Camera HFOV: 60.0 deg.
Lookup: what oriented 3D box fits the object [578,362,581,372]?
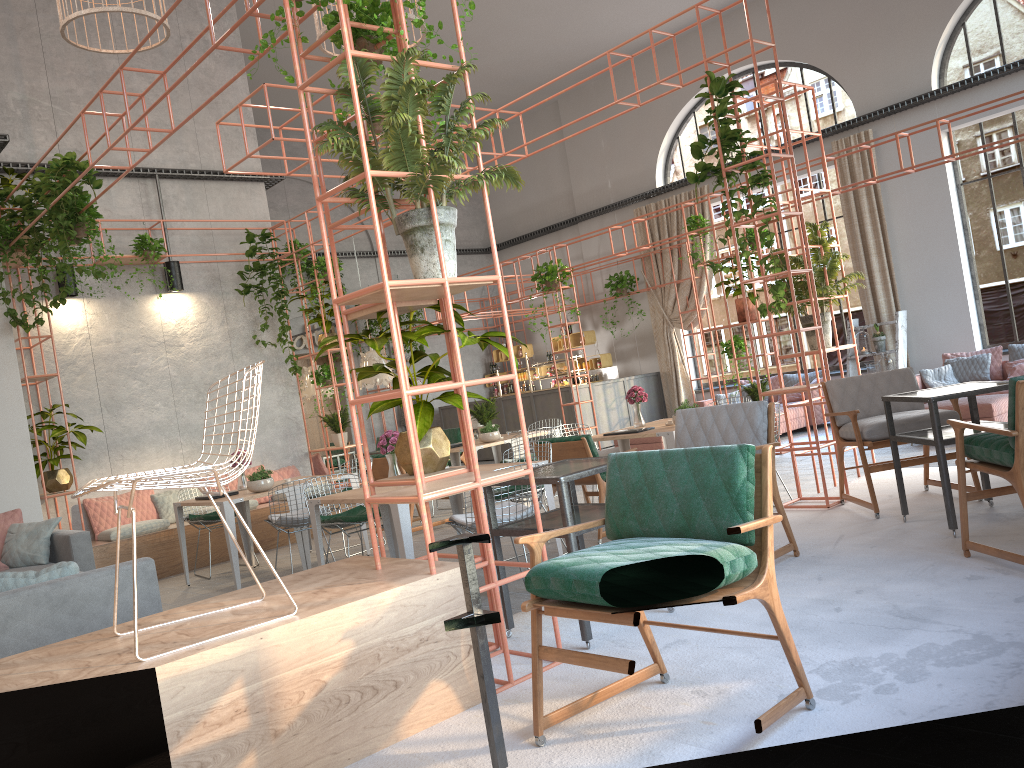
[{"bbox_3d":[1.388,-0.347,18.322,0.069,0.191,0.069,-9,0,-30],"label":"object"}]

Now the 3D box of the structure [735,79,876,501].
[{"bbox_3d":[2.573,-0.774,7.727,0.624,3.602,0.424,-9,0,-42],"label":"structure"}]

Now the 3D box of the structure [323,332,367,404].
[{"bbox_3d":[-3.623,-0.389,18.227,0.950,1.527,0.921,-9,0,-43],"label":"structure"}]

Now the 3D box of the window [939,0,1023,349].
[{"bbox_3d":[8.082,-3.452,11.985,0.089,5.544,4.126,-9,0,-42],"label":"window"}]

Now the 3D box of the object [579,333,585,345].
[{"bbox_3d":[1.458,-0.924,18.308,0.137,0.261,0.137,-9,0,-6],"label":"object"}]

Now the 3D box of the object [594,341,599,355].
[{"bbox_3d":[1.729,-0.731,18.108,0.075,0.273,0.075,-9,0,37],"label":"object"}]

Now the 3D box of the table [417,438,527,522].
[{"bbox_3d":[-0.530,1.131,10.351,0.694,0.830,1.205,-9,0,-42],"label":"table"}]

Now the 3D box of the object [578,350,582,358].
[{"bbox_3d":[1.415,-0.621,18.290,0.083,0.159,0.083,-9,0,3],"label":"object"}]

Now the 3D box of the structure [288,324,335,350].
[{"bbox_3d":[-4.111,-0.950,17.752,1.312,0.505,0.063,-9,0,-42],"label":"structure"}]

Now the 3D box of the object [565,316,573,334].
[{"bbox_3d":[1.181,-1.226,18.624,0.134,0.386,0.134,-9,0,37],"label":"object"}]

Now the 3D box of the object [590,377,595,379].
[{"bbox_3d":[1.650,-0.103,18.288,0.115,0.107,0.115,-9,0,-36],"label":"object"}]

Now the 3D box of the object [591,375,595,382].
[{"bbox_3d":[1.652,-0.115,18.185,0.073,0.131,0.073,-9,0,41],"label":"object"}]

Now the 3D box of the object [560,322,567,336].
[{"bbox_3d":[1.089,-1.169,18.791,0.134,0.301,0.134,-9,0,37],"label":"object"}]

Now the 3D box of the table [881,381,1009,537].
[{"bbox_3d":[2.686,0.423,5.278,0.602,0.798,0.635,-9,0,-2],"label":"table"}]

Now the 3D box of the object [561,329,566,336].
[{"bbox_3d":[1.077,-1.076,18.553,0.088,0.123,0.088,-9,0,15],"label":"object"}]

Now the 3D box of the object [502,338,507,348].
[{"bbox_3d":[-0.168,-0.960,20.227,0.134,0.301,0.134,-9,0,37],"label":"object"}]

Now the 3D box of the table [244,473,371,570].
[{"bbox_3d":[-2.102,1.387,8.942,0.694,0.830,1.214,-9,0,-42],"label":"table"}]

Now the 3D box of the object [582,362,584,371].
[{"bbox_3d":[1.500,-0.365,18.423,0.069,0.191,0.069,-9,0,-2],"label":"object"}]

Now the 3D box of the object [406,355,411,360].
[{"bbox_3d":[-2.194,-0.586,19.261,0.263,0.101,0.013,-9,0,-42],"label":"object"}]

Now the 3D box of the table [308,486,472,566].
[{"bbox_3d":[-0.822,1.172,6.431,0.694,0.830,1.205,-9,0,-42],"label":"table"}]

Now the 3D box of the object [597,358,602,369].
[{"bbox_3d":[1.786,-0.422,17.930,0.131,0.207,0.131,-9,0,3],"label":"object"}]

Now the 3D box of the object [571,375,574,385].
[{"bbox_3d":[1.248,-0.130,18.542,0.066,0.291,0.066,-9,0,33],"label":"object"}]

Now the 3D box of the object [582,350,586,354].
[{"bbox_3d":[1.474,-0.631,18.222,0.083,0.159,0.083,-9,0,3],"label":"object"}]

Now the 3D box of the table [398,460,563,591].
[{"bbox_3d":[-0.312,1.089,6.896,0.694,0.830,1.214,-9,0,-42],"label":"table"}]

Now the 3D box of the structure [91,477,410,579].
[{"bbox_3d":[-4.877,2.031,12.508,4.386,0.500,5.831,-9,0,-42],"label":"structure"}]

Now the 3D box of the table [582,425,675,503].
[{"bbox_3d":[1.308,0.839,8.281,0.694,0.830,1.205,-9,0,-42],"label":"table"}]

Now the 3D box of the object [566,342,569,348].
[{"bbox_3d":[1.173,-0.817,18.550,0.123,0.142,0.141,-9,0,-42],"label":"object"}]

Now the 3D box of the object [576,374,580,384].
[{"bbox_3d":[1.369,-0.148,18.662,0.074,0.287,0.072,-9,0,-10],"label":"object"}]

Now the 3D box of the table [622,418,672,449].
[{"bbox_3d":[1.820,0.755,8.747,0.694,0.830,1.214,-9,0,-42],"label":"table"}]

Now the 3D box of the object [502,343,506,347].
[{"bbox_3d":[-0.180,-0.867,19.988,0.088,0.123,0.088,-9,0,15],"label":"object"}]

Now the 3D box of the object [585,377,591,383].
[{"bbox_3d":[1.558,-0.088,18.206,0.115,0.107,0.115,-9,0,15],"label":"object"}]

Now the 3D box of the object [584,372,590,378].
[{"bbox_3d":[1.549,-0.192,18.297,0.115,0.107,0.115,-9,0,15],"label":"object"}]

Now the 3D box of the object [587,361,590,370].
[{"bbox_3d":[1.554,-0.375,18.132,0.069,0.191,0.069,-9,0,-24],"label":"object"}]

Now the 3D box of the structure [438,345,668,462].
[{"bbox_3d":[0.727,0.345,18.439,2.579,2.022,4.057,-9,0,-42],"label":"structure"}]

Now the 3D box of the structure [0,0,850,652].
[{"bbox_3d":[-3.754,-0.316,10.450,4.501,4.345,14.096,-9,0,-43],"label":"structure"}]

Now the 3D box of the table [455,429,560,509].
[{"bbox_3d":[-0.019,1.048,10.817,0.694,0.830,1.214,-9,0,-42],"label":"table"}]

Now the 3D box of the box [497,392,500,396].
[{"bbox_3d":[-0.274,0.224,20.276,0.058,0.093,0.122,-9,0,-42],"label":"box"}]

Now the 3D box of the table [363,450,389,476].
[{"bbox_3d":[-1.787,1.377,13.315,0.635,0.798,0.602,-9,0,-42],"label":"table"}]

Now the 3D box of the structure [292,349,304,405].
[{"bbox_3d":[-4.573,-0.255,17.319,0.921,1.527,0.950,-9,0,-8],"label":"structure"}]

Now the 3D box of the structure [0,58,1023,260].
[{"bbox_3d":[-1.209,-3.071,10.572,15.603,0.110,15.203,-9,0,-42],"label":"structure"}]

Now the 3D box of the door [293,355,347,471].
[{"bbox_3d":[-4.288,0.792,18.305,1.360,2.729,0.551,-9,0,-42],"label":"door"}]

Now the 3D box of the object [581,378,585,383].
[{"bbox_3d":[1.473,-0.074,18.303,0.115,0.107,0.115,-9,0,-44],"label":"object"}]

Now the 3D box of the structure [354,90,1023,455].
[{"bbox_3d":[2.951,-0.844,14.270,4.157,4.247,14.689,-9,0,-42],"label":"structure"}]

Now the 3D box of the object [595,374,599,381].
[{"bbox_3d":[1.754,-0.132,18.285,0.073,0.131,0.073,-9,0,41],"label":"object"}]

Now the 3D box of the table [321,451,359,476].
[{"bbox_3d":[-2.936,1.568,14.628,0.635,0.798,0.602,-9,0,-42],"label":"table"}]

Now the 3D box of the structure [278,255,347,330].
[{"bbox_3d":[-4.173,-1.789,17.677,0.856,1.514,1.939,-9,0,42],"label":"structure"}]

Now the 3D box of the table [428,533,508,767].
[{"bbox_3d":[-0.132,0.880,2.441,0.635,0.798,0.602,-9,0,-42],"label":"table"}]

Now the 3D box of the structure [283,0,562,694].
[{"bbox_3d":[-0.281,-0.515,3.804,0.748,3.623,0.722,-9,0,-42],"label":"structure"}]

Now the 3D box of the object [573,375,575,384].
[{"bbox_3d":[1.311,-0.135,18.606,0.065,0.280,0.065,-9,0,2],"label":"object"}]

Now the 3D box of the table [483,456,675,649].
[{"bbox_3d":[0.323,0.809,4.427,0.635,0.798,0.602,-9,0,-42],"label":"table"}]

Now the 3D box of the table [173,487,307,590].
[{"bbox_3d":[-2.614,1.470,8.477,0.694,0.830,1.205,-9,0,-42],"label":"table"}]

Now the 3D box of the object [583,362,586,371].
[{"bbox_3d":[1.495,-0.365,18.200,0.069,0.191,0.069,-9,0,-6],"label":"object"}]

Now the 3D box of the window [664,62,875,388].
[{"bbox_3d":[4.594,-2.875,15.967,0.089,5.538,4.127,-9,0,-42],"label":"window"}]

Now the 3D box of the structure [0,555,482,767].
[{"bbox_3d":[-3.056,1.207,4.360,3.396,1.111,9.152,-9,0,-42],"label":"structure"}]
